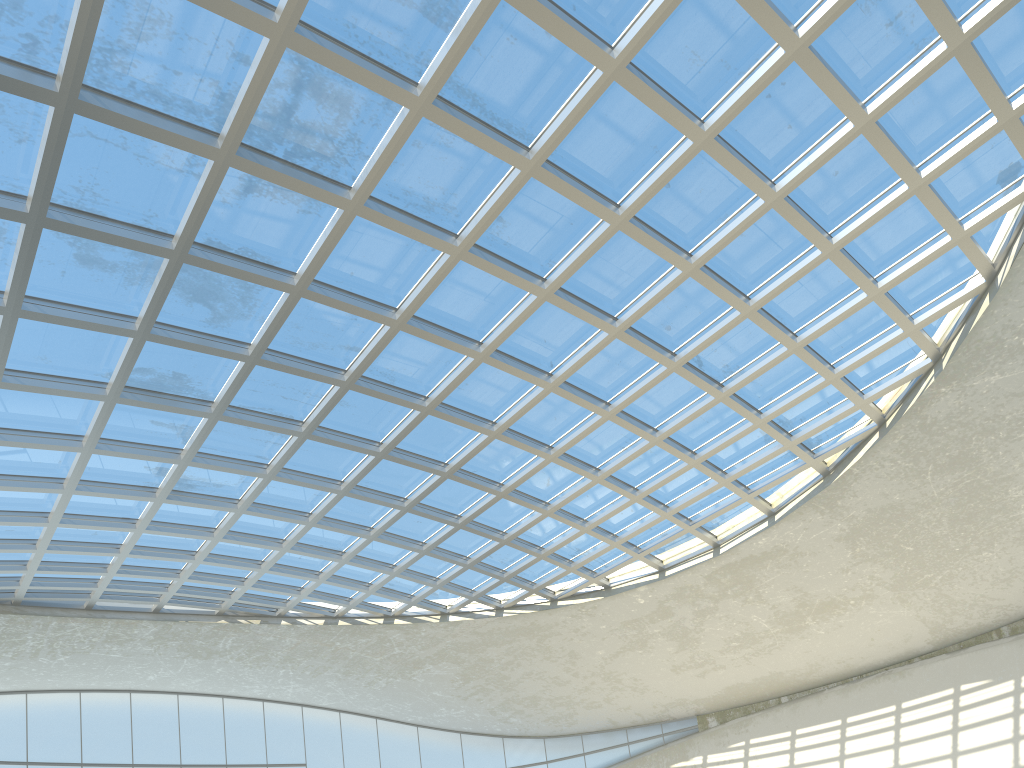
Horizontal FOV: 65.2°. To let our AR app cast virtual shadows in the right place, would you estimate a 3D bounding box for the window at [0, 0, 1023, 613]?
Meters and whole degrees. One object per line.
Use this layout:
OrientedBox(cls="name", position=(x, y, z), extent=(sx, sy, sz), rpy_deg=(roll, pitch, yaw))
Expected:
OrientedBox(cls="window", position=(-11.450, 3.155, 44.773), extent=(81.142, 9.863, 86.891), rpy_deg=(19, -41, -34))
